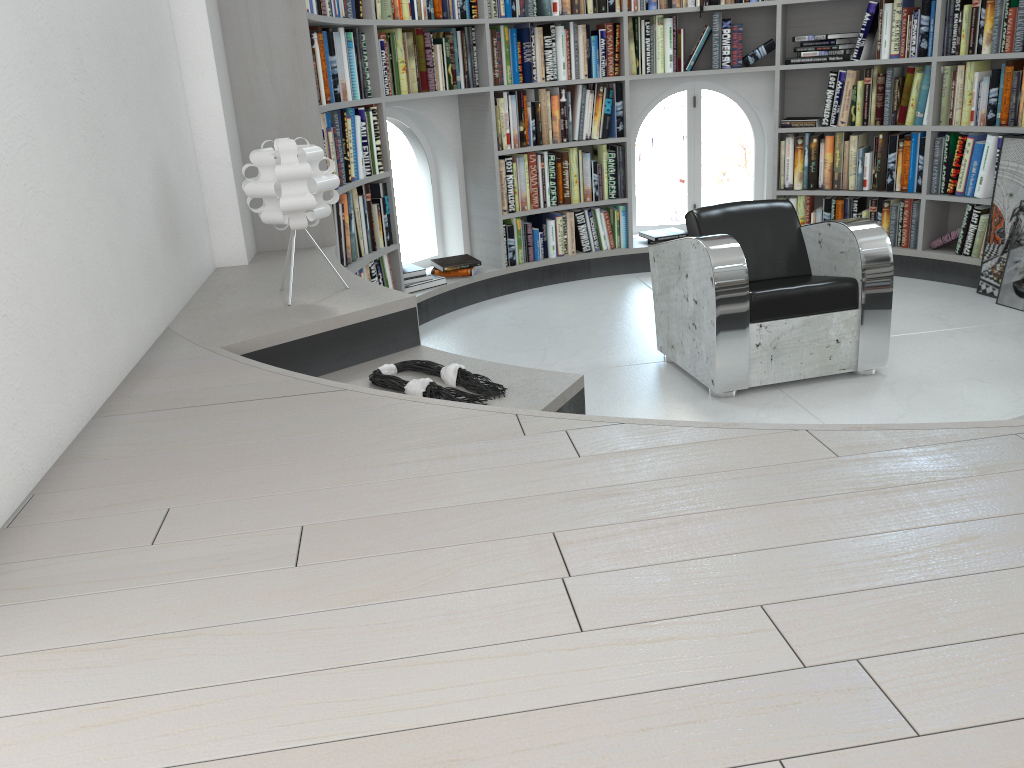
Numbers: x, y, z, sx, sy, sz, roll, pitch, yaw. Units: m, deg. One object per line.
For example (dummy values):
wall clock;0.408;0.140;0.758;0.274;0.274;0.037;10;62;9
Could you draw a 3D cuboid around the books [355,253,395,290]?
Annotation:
books;-0.856;-0.455;4.563;0.283;0.317;0.926;0;20;11

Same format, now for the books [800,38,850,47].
books;1.943;-2.119;5.501;0.227;0.036;0.215;13;26;40

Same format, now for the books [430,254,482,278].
books;-0.352;-0.731;5.545;0.318;0.099;0.294;-6;20;-5

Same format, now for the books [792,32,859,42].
books;1.941;-2.149;5.491;0.270;0.031;0.287;-14;22;-25

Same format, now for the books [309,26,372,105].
books;-0.944;-1.495;4.179;0.303;0.345;1.098;-1;20;8

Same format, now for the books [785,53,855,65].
books;1.950;-2.030;5.531;0.388;0.042;0.368;8;23;31

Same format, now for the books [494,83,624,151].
books;0.260;-1.719;5.669;1.000;0.348;0.299;-12;21;-22

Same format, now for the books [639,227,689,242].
books;1.048;-1.030;6.104;0.269;0.029;0.255;-10;21;-16

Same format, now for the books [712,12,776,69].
books;1.470;-2.181;5.611;0.399;0.338;0.226;0;19;12

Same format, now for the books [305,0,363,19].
books;-0.959;-1.853;4.039;0.300;0.358;1.042;-1;20;9

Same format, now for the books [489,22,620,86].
books;0.218;-2.087;5.587;1.030;0.356;0.303;-12;20;-20

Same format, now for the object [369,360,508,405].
object;-0.226;-0.002;2.576;0.475;0.081;0.219;15;27;43

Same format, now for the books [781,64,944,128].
books;2.152;-1.756;5.405;0.976;0.349;0.253;10;23;33

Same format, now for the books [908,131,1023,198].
books;2.738;-1.204;4.886;0.304;0.355;1.192;-13;22;-24

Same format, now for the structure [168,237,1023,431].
structure;1.091;-0.385;3.933;4.721;0.687;4.740;11;25;35

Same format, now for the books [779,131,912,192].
books;2.113;-1.413;5.580;0.874;0.347;0.274;9;23;32

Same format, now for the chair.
chair;1.144;-0.433;4.039;0.824;0.713;0.747;-8;20;-12

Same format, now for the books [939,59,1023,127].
books;2.755;-1.546;4.711;0.276;0.344;1.028;-11;21;-20

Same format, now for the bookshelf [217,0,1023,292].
bookshelf;0.841;-1.559;4.992;4.334;1.864;2.127;-6;19;-7

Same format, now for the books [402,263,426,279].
books;-0.660;-0.674;5.330;0.214;0.036;0.228;-15;23;-29

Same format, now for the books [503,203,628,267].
books;0.307;-1.013;5.901;1.021;0.304;0.289;-12;21;-21

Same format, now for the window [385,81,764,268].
window;0.238;-1.387;5.868;3.237;1.141;0.621;-12;20;-20

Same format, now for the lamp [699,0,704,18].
lamp;1.117;-2.489;5.286;0.113;0.561;0.361;-4;19;0

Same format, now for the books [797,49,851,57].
books;1.947;-2.061;5.520;0.286;0.031;0.271;6;22;26

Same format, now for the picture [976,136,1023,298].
picture;2.724;-0.835;4.617;0.090;0.855;0.583;-10;20;-16

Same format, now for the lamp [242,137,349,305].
lamp;-0.727;-0.555;2.979;0.306;0.520;0.308;-10;20;-17

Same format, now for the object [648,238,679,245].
object;1.050;-1.001;6.114;0.226;0.036;0.215;-1;20;9

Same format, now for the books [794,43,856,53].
books;1.945;-2.090;5.511;0.286;0.031;0.271;14;26;40

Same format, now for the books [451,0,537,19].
books;-0.169;-2.350;5.284;0.684;0.343;0.266;-15;22;-28

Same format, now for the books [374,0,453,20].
books;-0.646;-2.163;4.828;0.269;0.369;0.798;9;24;34

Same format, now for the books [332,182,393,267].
books;-0.869;-0.523;4.192;0.390;0.689;1.656;-3;20;3

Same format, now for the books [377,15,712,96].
books;0.108;-1.988;5.353;2.535;0.367;0.594;-14;22;-25

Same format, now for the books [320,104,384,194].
books;-0.880;-1.133;4.267;0.260;0.356;1.029;-1;20;9

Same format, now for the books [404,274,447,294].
books;-0.656;-0.613;5.351;0.367;0.042;0.389;-20;25;-38

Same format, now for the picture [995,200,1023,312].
picture;2.717;-0.621;4.493;0.107;0.550;0.493;-9;20;-16

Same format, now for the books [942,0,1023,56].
books;2.721;-1.907;4.594;0.280;0.355;1.060;-11;21;-20

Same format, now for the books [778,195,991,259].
books;2.335;-1.012;5.494;1.502;0.308;0.361;15;27;42

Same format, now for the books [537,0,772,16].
books;0.866;-2.520;5.524;1.566;0.364;0.397;-5;19;-2

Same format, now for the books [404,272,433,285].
books;-0.658;-0.644;5.340;0.270;0.031;0.287;-15;23;-29

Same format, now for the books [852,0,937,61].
books;2.303;-2.095;5.198;0.554;0.347;0.257;11;24;37

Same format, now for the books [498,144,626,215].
books;0.297;-1.359;5.797;1.034;0.354;0.295;-12;20;-21
